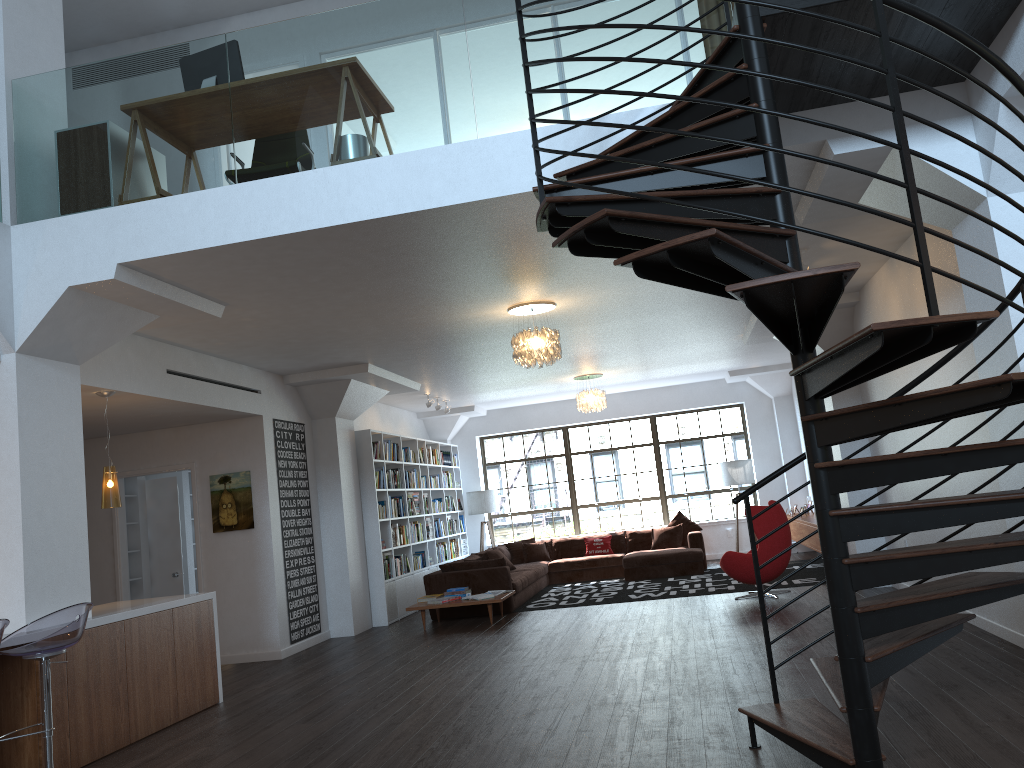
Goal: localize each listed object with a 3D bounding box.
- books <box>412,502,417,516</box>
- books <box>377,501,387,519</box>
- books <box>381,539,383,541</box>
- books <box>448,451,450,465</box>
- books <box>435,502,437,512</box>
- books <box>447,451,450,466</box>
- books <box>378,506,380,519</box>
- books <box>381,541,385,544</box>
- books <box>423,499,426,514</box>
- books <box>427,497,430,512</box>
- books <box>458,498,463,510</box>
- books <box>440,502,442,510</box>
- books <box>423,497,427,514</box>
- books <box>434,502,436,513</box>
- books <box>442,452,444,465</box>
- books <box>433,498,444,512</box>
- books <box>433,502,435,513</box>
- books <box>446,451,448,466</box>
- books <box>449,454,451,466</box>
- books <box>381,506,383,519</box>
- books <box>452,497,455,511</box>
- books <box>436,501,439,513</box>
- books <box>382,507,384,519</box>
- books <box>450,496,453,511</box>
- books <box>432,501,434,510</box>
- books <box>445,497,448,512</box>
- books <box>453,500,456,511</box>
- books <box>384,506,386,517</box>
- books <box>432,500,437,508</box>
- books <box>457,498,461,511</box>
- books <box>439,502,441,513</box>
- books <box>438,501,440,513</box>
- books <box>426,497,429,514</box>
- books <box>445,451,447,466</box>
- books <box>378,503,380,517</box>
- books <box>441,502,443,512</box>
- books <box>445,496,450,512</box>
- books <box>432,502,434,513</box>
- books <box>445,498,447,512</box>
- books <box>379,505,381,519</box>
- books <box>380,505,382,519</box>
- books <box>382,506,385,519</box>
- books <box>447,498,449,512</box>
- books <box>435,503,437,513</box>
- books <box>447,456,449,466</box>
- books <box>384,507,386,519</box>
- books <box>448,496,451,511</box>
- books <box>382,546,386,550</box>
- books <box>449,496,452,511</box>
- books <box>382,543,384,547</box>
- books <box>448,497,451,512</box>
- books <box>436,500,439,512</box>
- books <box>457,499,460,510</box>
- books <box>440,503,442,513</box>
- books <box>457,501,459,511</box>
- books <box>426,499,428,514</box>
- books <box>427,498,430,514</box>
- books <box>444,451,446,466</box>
[{"bbox_3d":[-1.458,1.778,12.635,0.161,0.207,0.135,-8,-8,9],"label":"books"},{"bbox_3d":[-1.686,1.622,11.400,0.140,0.231,0.042,-8,-8,10],"label":"books"},{"bbox_3d":[-1.717,1.977,11.181,0.144,0.025,0.204,-7,-8,0],"label":"books"},{"bbox_3d":[-1.144,1.270,14.935,0.183,0.253,0.042,-8,-8,10],"label":"books"},{"bbox_3d":[-1.224,1.923,13.743,0.107,0.167,0.016,-8,-8,10],"label":"books"},{"bbox_3d":[-1.152,1.265,14.893,0.183,0.253,0.042,-8,-8,10],"label":"books"},{"bbox_3d":[-1.737,1.607,11.116,0.136,0.196,0.045,-8,-8,10],"label":"books"},{"bbox_3d":[-1.715,2.005,11.173,0.174,0.032,0.254,-7,-8,5],"label":"books"},{"bbox_3d":[-1.368,1.827,13.131,0.161,0.223,0.030,-8,-8,10],"label":"books"},{"bbox_3d":[-1.331,1.843,13.380,0.160,0.251,0.036,-8,-8,10],"label":"books"},{"bbox_3d":[-0.963,2.078,15.275,0.182,0.215,0.188,-8,-8,10],"label":"books"},{"bbox_3d":[-1.172,1.960,14.054,0.120,0.167,0.020,-8,-8,10],"label":"books"},{"bbox_3d":[-1.361,1.817,13.173,0.174,0.251,0.051,-8,-8,10],"label":"books"},{"bbox_3d":[-1.239,1.919,13.696,0.120,0.167,0.019,-8,-8,10],"label":"books"},{"bbox_3d":[-1.206,1.235,14.517,0.161,0.223,0.032,-8,-8,10],"label":"books"},{"bbox_3d":[-1.170,1.939,14.144,0.140,0.231,0.042,-8,-8,10],"label":"books"},{"bbox_3d":[-1.253,1.910,13.645,0.109,0.171,0.017,-8,-8,10],"label":"books"},{"bbox_3d":[-1.168,1.255,14.807,0.183,0.253,0.042,-8,-8,10],"label":"books"},{"bbox_3d":[-1.138,1.275,14.978,0.183,0.253,0.042,-8,-8,10],"label":"books"},{"bbox_3d":[-1.702,1.635,11.257,0.109,0.171,0.018,-8,-8,10],"label":"books"},{"bbox_3d":[-1.058,2.016,14.814,0.174,0.236,0.142,-8,-8,9],"label":"books"},{"bbox_3d":[-1.225,1.921,13.819,0.139,0.191,0.036,-8,-8,10],"label":"books"},{"bbox_3d":[-1.692,1.645,11.272,0.110,0.153,0.019,-8,-8,10],"label":"books"},{"bbox_3d":[-1.075,1.996,14.727,0.183,0.253,0.042,-8,-8,10],"label":"books"},{"bbox_3d":[-1.271,1.900,13.605,0.134,0.184,0.029,-8,-8,10],"label":"books"},{"bbox_3d":[-1.133,1.963,14.382,0.174,0.240,0.054,-8,-8,10],"label":"books"},{"bbox_3d":[-1.038,2.035,14.866,0.161,0.207,0.135,-8,-8,9],"label":"books"},{"bbox_3d":[-1.673,1.648,11.359,0.107,0.167,0.017,-8,-8,10],"label":"books"},{"bbox_3d":[-1.238,1.910,13.782,0.140,0.206,0.042,-8,-8,10],"label":"books"},{"bbox_3d":[-0.987,2.072,15.187,0.167,0.210,0.162,-8,-8,10],"label":"books"},{"bbox_3d":[-1.198,1.947,13.984,0.128,0.178,0.022,-8,-8,10],"label":"books"},{"bbox_3d":[-1.205,1.938,13.911,0.128,0.178,0.022,-8,-8,10],"label":"books"},{"bbox_3d":[-1.352,1.832,13.277,0.183,0.253,0.039,-8,-8,10],"label":"books"},{"bbox_3d":[-1.180,1.251,14.766,0.183,0.253,0.042,-8,-8,10],"label":"books"},{"bbox_3d":[-1.732,1.610,11.149,0.127,0.200,0.020,-8,-8,10],"label":"books"},{"bbox_3d":[-1.160,1.964,14.079,0.106,0.162,0.032,-8,-8,10],"label":"books"},{"bbox_3d":[-1.123,1.970,14.494,0.183,0.253,0.042,-8,-8,10],"label":"books"},{"bbox_3d":[-1.269,1.900,13.579,0.128,0.178,0.020,-8,-8,10],"label":"books"},{"bbox_3d":[-1.141,1.966,14.339,0.161,0.223,0.032,-8,-8,10],"label":"books"},{"bbox_3d":[-1.721,1.622,11.167,0.128,0.178,0.022,-8,-8,10],"label":"books"},{"bbox_3d":[-1.721,1.625,11.215,0.134,0.184,0.030,-8,-8,10],"label":"books"},{"bbox_3d":[-1.688,1.644,11.310,0.120,0.167,0.020,-8,-8,10],"label":"books"},{"bbox_3d":[-1.114,1.979,14.454,0.161,0.223,0.032,-8,-8,10],"label":"books"},{"bbox_3d":[-1.228,1.922,13.719,0.106,0.162,0.030,-8,-8,10],"label":"books"},{"bbox_3d":[-1.166,1.261,14.851,0.183,0.253,0.042,-8,-8,10],"label":"books"},{"bbox_3d":[-1.677,1.648,11.335,0.106,0.162,0.032,-8,-8,10],"label":"books"},{"bbox_3d":[-1.101,1.984,14.604,0.160,0.251,0.039,-8,-8,10],"label":"books"},{"bbox_3d":[-1.705,2.071,11.168,0.197,0.035,0.284,-7,-8,0],"label":"books"},{"bbox_3d":[-1.097,1.985,14.644,0.180,0.259,0.042,-8,-8,10],"label":"books"},{"bbox_3d":[-1.709,2.037,11.173,0.197,0.033,0.284,-4,-8,-15],"label":"books"},{"bbox_3d":[-1.105,1.981,14.565,0.171,0.246,0.039,-8,-8,10],"label":"books"},{"bbox_3d":[-1.221,1.923,13.860,0.136,0.196,0.045,-8,-8,10],"label":"books"},{"bbox_3d":[-0.992,2.059,15.123,0.161,0.218,0.101,-8,-8,10],"label":"books"},{"bbox_3d":[-1.176,1.962,14.016,0.110,0.153,0.019,-8,-8,10],"label":"books"},{"bbox_3d":[-0.996,2.052,15.090,0.161,0.222,0.084,-8,-8,10],"label":"books"},{"bbox_3d":[-1.342,1.839,13.239,0.161,0.223,0.030,-8,-8,10],"label":"books"},{"bbox_3d":[-1.335,1.841,13.343,0.171,0.246,0.036,-8,-8,10],"label":"books"},{"bbox_3d":[-1.196,1.241,14.680,0.183,0.253,0.042,-8,-8,10],"label":"books"}]
